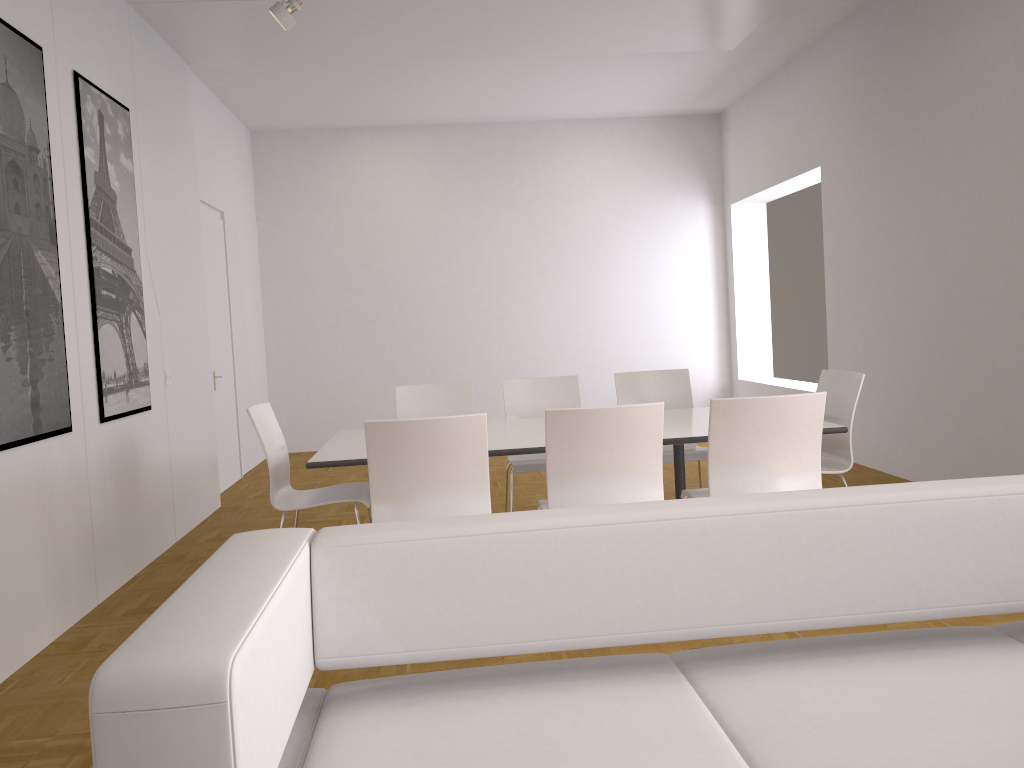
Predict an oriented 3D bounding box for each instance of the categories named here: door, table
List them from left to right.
[{"bbox_3d":[-2.533,-0.332,7.666,0.132,2.451,0.872,-3,3,-4],"label":"door"},{"bbox_3d":[0.285,0.587,4.516,2.411,0.721,1.212,-3,3,-4],"label":"table"}]

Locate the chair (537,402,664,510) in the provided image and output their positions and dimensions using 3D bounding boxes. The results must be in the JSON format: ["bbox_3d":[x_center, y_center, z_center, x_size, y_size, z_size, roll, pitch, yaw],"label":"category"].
[{"bbox_3d":[0.371,0.533,3.738,0.561,0.930,0.576,-3,3,-4],"label":"chair"}]

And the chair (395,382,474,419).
[{"bbox_3d":[-0.438,0.479,5.236,0.561,0.930,0.576,-3,3,-4],"label":"chair"}]

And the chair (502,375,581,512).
[{"bbox_3d":[0.220,0.439,5.287,0.561,0.930,0.576,-3,3,-4],"label":"chair"}]

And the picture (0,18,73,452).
[{"bbox_3d":[-2.080,-0.639,3.732,0.013,1.778,0.787,-3,3,-4],"label":"picture"}]

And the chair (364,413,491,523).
[{"bbox_3d":[-0.327,0.575,3.683,0.561,0.930,0.576,-3,3,-4],"label":"chair"}]

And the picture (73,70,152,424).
[{"bbox_3d":[-2.170,-0.709,4.869,0.016,1.778,0.787,-3,3,-4],"label":"picture"}]

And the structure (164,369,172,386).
[{"bbox_3d":[-2.200,-0.044,5.676,0.013,0.104,0.114,-3,3,-4],"label":"structure"}]

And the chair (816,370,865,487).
[{"bbox_3d":[1.497,0.414,4.589,0.575,0.930,0.561,-3,3,-4],"label":"chair"}]

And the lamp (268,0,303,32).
[{"bbox_3d":[-1.274,-2.144,4.918,0.173,0.364,0.167,-1,4,38],"label":"lamp"}]

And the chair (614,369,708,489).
[{"bbox_3d":[0.918,0.397,5.341,0.561,0.930,0.576,-3,3,-4],"label":"chair"}]

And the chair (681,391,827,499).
[{"bbox_3d":[1.029,0.493,3.789,0.561,0.930,0.576,-3,3,-4],"label":"chair"}]

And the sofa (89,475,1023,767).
[{"bbox_3d":[0.755,0.679,1.625,2.623,0.848,0.823,-3,3,-4],"label":"sofa"}]

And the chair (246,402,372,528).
[{"bbox_3d":[-0.979,0.557,4.396,0.575,0.930,0.561,-3,3,-4],"label":"chair"}]
